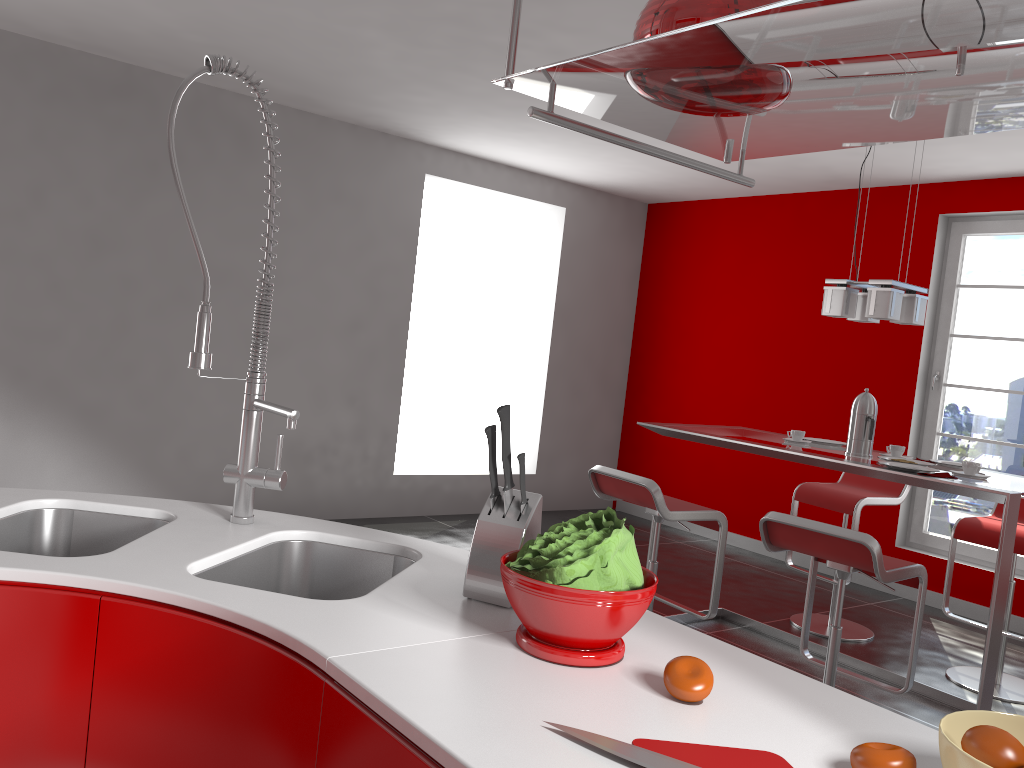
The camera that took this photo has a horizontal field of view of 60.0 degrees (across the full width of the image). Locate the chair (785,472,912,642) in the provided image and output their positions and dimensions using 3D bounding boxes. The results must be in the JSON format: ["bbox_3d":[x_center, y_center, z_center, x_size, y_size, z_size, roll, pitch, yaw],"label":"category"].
[{"bbox_3d":[1.755,0.867,4.681,0.460,0.857,0.418,5,3,-31],"label":"chair"}]

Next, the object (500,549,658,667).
[{"bbox_3d":[0.090,0.324,1.285,0.229,0.118,0.228,8,3,23],"label":"object"}]

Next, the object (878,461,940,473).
[{"bbox_3d":[1.492,0.317,3.338,0.217,0.015,0.217,6,3,-2],"label":"object"}]

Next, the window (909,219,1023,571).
[{"bbox_3d":[2.940,0.045,5.248,0.117,2.038,0.938,4,3,-38],"label":"window"}]

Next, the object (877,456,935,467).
[{"bbox_3d":[1.590,0.316,3.581,0.217,0.015,0.217,6,3,-1],"label":"object"}]

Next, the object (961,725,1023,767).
[{"bbox_3d":[0.492,0.375,0.902,0.062,0.049,0.066,5,3,-31],"label":"object"}]

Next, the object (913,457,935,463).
[{"bbox_3d":[1.777,0.328,3.818,0.234,0.012,0.095,4,3,-40],"label":"object"}]

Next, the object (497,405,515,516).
[{"bbox_3d":[-0.008,0.194,1.485,0.014,0.322,0.150,7,3,23],"label":"object"}]

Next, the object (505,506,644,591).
[{"bbox_3d":[0.089,0.270,1.290,0.193,0.182,0.198,5,3,-33],"label":"object"}]

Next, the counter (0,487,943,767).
[{"bbox_3d":[-0.538,0.766,1.081,2.865,0.880,1.868,6,3,-5],"label":"counter"}]

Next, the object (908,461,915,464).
[{"bbox_3d":[1.604,0.314,3.578,0.034,0.006,0.036,6,3,-1],"label":"object"}]

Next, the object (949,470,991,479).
[{"bbox_3d":[1.725,0.343,3.343,0.119,0.016,0.119,6,3,-19],"label":"object"}]

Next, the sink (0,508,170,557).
[{"bbox_3d":[-0.850,0.367,1.661,0.326,0.172,0.428,6,3,1],"label":"sink"}]

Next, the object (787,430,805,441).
[{"bbox_3d":[1.305,0.239,4.066,0.062,0.049,0.078,6,3,-16],"label":"object"}]

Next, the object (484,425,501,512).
[{"bbox_3d":[-0.031,0.207,1.505,0.012,0.279,0.130,7,3,23],"label":"object"}]

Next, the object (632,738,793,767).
[{"bbox_3d":[0.238,0.416,0.880,0.168,0.006,0.266,6,3,-12],"label":"object"}]

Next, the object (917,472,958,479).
[{"bbox_3d":[1.571,0.333,3.226,0.234,0.012,0.095,4,3,-38],"label":"object"}]

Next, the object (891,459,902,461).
[{"bbox_3d":[1.559,0.308,3.591,0.034,0.006,0.036,6,3,-15],"label":"object"}]

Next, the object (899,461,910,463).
[{"bbox_3d":[1.571,0.311,3.550,0.034,0.006,0.036,9,3,40],"label":"object"}]

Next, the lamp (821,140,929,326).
[{"bbox_3d":[1.588,-0.779,3.746,0.304,1.025,0.304,4,3,-38],"label":"lamp"}]

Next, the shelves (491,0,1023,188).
[{"bbox_3d":[0.490,-0.770,0.846,0.462,1.023,0.934,4,3,-38],"label":"shelves"}]

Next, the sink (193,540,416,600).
[{"bbox_3d":[-0.370,0.424,1.606,0.326,0.172,0.428,7,3,13],"label":"sink"}]

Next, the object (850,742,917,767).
[{"bbox_3d":[0.400,0.412,0.959,0.063,0.047,0.065,4,3,-39],"label":"object"}]

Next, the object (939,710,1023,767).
[{"bbox_3d":[0.533,0.411,0.887,0.201,0.086,0.201,4,3,-37],"label":"object"}]

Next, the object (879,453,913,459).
[{"bbox_3d":[1.643,0.313,3.795,0.119,0.016,0.119,4,4,-41],"label":"object"}]

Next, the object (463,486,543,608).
[{"bbox_3d":[-0.004,0.270,1.513,0.091,0.178,0.137,8,3,25],"label":"object"}]

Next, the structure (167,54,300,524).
[{"bbox_3d":[-0.521,-0.170,1.751,0.308,0.920,0.178,7,3,5],"label":"structure"}]

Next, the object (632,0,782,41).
[{"bbox_3d":[0.261,-0.476,1.076,0.213,0.266,0.213,6,3,-10],"label":"object"}]

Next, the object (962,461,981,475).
[{"bbox_3d":[1.732,0.320,3.336,0.062,0.049,0.078,4,3,-39],"label":"object"}]

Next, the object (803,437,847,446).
[{"bbox_3d":[1.477,0.276,4.185,0.217,0.015,0.217,6,3,-14],"label":"object"}]

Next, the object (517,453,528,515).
[{"bbox_3d":[0.018,0.211,1.483,0.009,0.197,0.091,7,3,23],"label":"object"}]

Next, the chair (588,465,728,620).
[{"bbox_3d":[0.555,0.782,3.615,0.460,0.857,0.418,5,3,-34],"label":"chair"}]

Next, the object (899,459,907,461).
[{"bbox_3d":[1.591,0.311,3.617,0.036,0.006,0.034,5,3,-26],"label":"object"}]

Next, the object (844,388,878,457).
[{"bbox_3d":[1.492,0.161,3.738,0.113,0.287,0.149,5,3,-30],"label":"object"}]

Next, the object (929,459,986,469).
[{"bbox_3d":[1.860,0.341,3.707,0.217,0.015,0.217,8,3,27],"label":"object"}]

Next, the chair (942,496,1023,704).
[{"bbox_3d":[2.278,0.955,4.047,0.460,0.857,0.418,4,3,-36],"label":"chair"}]

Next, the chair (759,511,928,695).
[{"bbox_3d":[1.064,0.870,2.958,0.460,0.857,0.418,4,4,-43],"label":"chair"}]

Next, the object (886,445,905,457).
[{"bbox_3d":[1.646,0.289,3.801,0.062,0.049,0.078,6,3,2],"label":"object"}]

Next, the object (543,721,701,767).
[{"bbox_3d":[0.192,0.403,0.912,0.375,0.008,0.041,8,3,28],"label":"object"}]

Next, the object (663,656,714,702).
[{"bbox_3d":[0.228,0.381,1.146,0.064,0.048,0.063,8,3,30],"label":"object"}]

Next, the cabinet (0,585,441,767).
[{"bbox_3d":[-0.402,0.760,0.843,1.875,0.761,1.025,7,3,7],"label":"cabinet"}]

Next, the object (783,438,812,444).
[{"bbox_3d":[1.304,0.263,4.059,0.119,0.016,0.119,8,3,32],"label":"object"}]

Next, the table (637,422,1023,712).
[{"bbox_3d":[1.378,0.791,3.862,0.800,1.000,1.700,4,3,-38],"label":"table"}]
